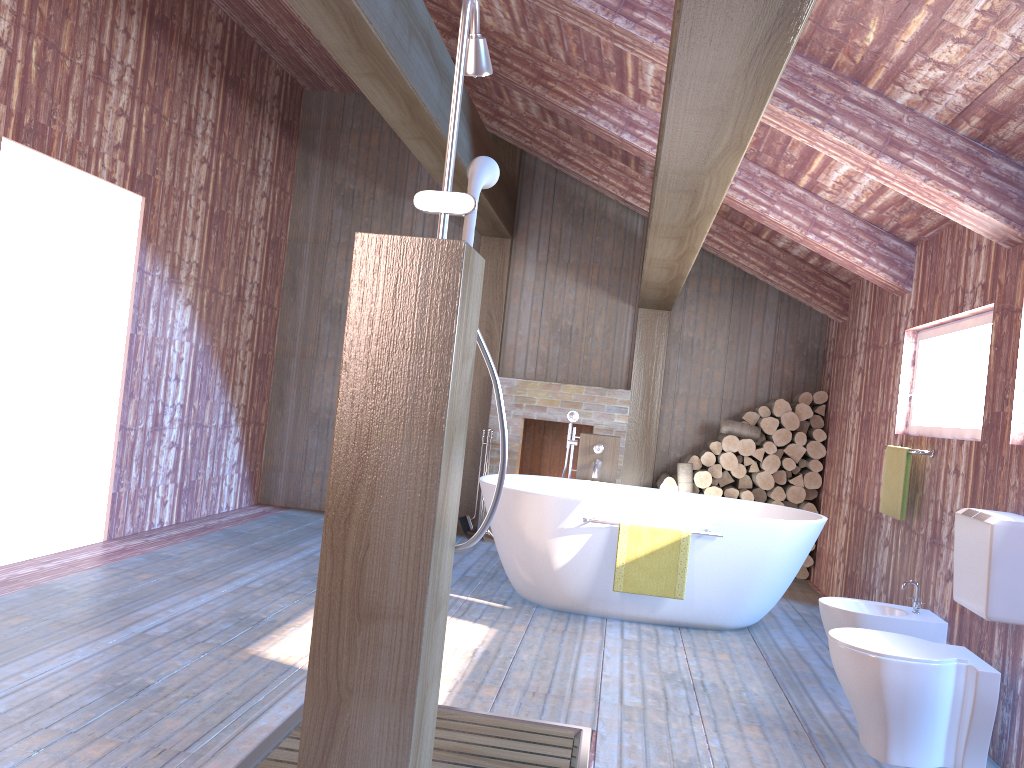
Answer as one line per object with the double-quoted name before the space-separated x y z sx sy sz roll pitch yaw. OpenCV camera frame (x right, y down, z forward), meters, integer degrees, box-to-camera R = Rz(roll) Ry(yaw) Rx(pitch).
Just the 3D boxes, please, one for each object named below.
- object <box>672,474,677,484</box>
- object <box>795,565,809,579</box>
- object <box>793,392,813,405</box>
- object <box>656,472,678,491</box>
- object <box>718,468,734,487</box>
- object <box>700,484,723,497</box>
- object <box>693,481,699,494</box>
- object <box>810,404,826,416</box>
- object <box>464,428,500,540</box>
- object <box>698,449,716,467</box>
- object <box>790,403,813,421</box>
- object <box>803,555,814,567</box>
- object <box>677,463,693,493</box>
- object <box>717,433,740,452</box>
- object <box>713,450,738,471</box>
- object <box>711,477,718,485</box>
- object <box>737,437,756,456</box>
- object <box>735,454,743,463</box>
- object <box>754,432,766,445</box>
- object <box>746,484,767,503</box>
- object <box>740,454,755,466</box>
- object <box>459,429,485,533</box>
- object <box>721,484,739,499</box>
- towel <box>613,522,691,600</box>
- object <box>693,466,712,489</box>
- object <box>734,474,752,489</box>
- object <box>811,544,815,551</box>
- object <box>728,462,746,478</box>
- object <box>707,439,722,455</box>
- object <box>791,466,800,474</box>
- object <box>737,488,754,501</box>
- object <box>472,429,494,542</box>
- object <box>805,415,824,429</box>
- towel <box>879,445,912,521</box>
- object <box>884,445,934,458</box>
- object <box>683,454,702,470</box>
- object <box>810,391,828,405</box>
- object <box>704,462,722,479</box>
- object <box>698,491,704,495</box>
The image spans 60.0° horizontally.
"object" 1.332 0.773 7.094 0.099 0.093 0.280 6 -1 8
"object" 2.220 1.437 6.909 0.114 0.113 0.301 6 -1 5
"object" 2.267 0.125 6.922 0.104 0.121 0.270 6 -1 9
"object" 1.225 0.785 7.009 0.139 0.137 0.455 6 -1 6
"object" 1.685 0.738 7.039 0.128 0.150 0.323 6 -1 8
"object" 1.561 0.847 6.970 0.139 0.148 0.458 6 -1 8
"object" 1.423 0.823 7.066 0.121 0.124 0.291 6 -1 8
"object" 2.372 0.198 6.923 0.081 0.100 0.281 6 -1 7
"object" -0.249 0.789 7.125 0.333 0.888 0.276 7 -1 -41
"object" 1.530 0.578 6.959 0.115 0.123 0.291 6 -1 8
"object" 2.236 0.220 6.908 0.133 0.142 0.456 6 -1 9
"object" 2.236 1.325 6.856 0.102 0.109 0.438 6 -1 8
"object" 1.329 0.753 6.814 0.147 0.298 0.109 6 -1 10
"object" 1.695 0.457 6.952 0.135 0.145 0.439 6 -1 8
"object" 1.667 0.592 6.946 0.141 0.143 0.437 6 -1 6
"object" 1.578 0.755 6.964 0.064 0.068 0.174 6 -1 7
"object" 1.807 0.482 6.937 0.138 0.147 0.440 6 -1 8
"object" 1.761 0.580 6.920 0.057 0.061 0.156 6 -1 7
"object" 1.928 0.418 7.019 0.121 0.124 0.291 6 -1 8
"object" 1.927 0.865 7.007 0.116 0.118 0.289 6 -1 5
"object" 1.837 0.597 6.925 0.088 0.092 0.280 6 -1 8
"object" -0.324 0.771 7.083 0.136 0.846 0.062 6 -1 -11
"object" 1.701 0.853 6.939 0.114 0.120 0.303 6 -1 8
"towel" 0.722 0.911 4.576 0.370 0.361 0.032 6 -1 4
"object" 1.484 0.729 6.968 0.138 0.147 0.440 6 -1 8
"object" 1.831 0.768 7.022 0.104 0.127 0.321 6 -1 8
"object" 2.229 1.198 6.864 0.147 0.152 0.439 6 -1 8
"object" 1.757 0.666 6.930 0.115 0.123 0.291 6 -1 8
"object" 1.595 0.495 6.968 0.106 0.112 0.282 6 -1 8
"object" 2.182 0.660 6.869 0.067 0.069 0.177 6 -1 8
"object" 1.803 0.860 6.922 0.098 0.100 0.437 6 -1 6
"object" -0.182 0.798 7.052 0.126 0.871 0.206 7 -1 -40
"object" 2.351 0.293 6.907 0.107 0.115 0.269 6 -1 9
"towel" 1.965 0.501 4.547 0.032 0.361 0.370 6 -1 8
"object" 2.018 0.338 4.539 0.091 0.043 0.581 6 -1 8
"object" 1.429 0.614 7.019 0.114 0.113 0.301 6 -1 5
"object" 2.375 0.112 6.910 0.112 0.113 0.271 6 -1 8
"object" 1.580 0.673 6.966 0.111 0.113 0.301 6 -1 7
"object" 1.432 0.928 6.993 0.155 0.174 0.483 6 -1 6
